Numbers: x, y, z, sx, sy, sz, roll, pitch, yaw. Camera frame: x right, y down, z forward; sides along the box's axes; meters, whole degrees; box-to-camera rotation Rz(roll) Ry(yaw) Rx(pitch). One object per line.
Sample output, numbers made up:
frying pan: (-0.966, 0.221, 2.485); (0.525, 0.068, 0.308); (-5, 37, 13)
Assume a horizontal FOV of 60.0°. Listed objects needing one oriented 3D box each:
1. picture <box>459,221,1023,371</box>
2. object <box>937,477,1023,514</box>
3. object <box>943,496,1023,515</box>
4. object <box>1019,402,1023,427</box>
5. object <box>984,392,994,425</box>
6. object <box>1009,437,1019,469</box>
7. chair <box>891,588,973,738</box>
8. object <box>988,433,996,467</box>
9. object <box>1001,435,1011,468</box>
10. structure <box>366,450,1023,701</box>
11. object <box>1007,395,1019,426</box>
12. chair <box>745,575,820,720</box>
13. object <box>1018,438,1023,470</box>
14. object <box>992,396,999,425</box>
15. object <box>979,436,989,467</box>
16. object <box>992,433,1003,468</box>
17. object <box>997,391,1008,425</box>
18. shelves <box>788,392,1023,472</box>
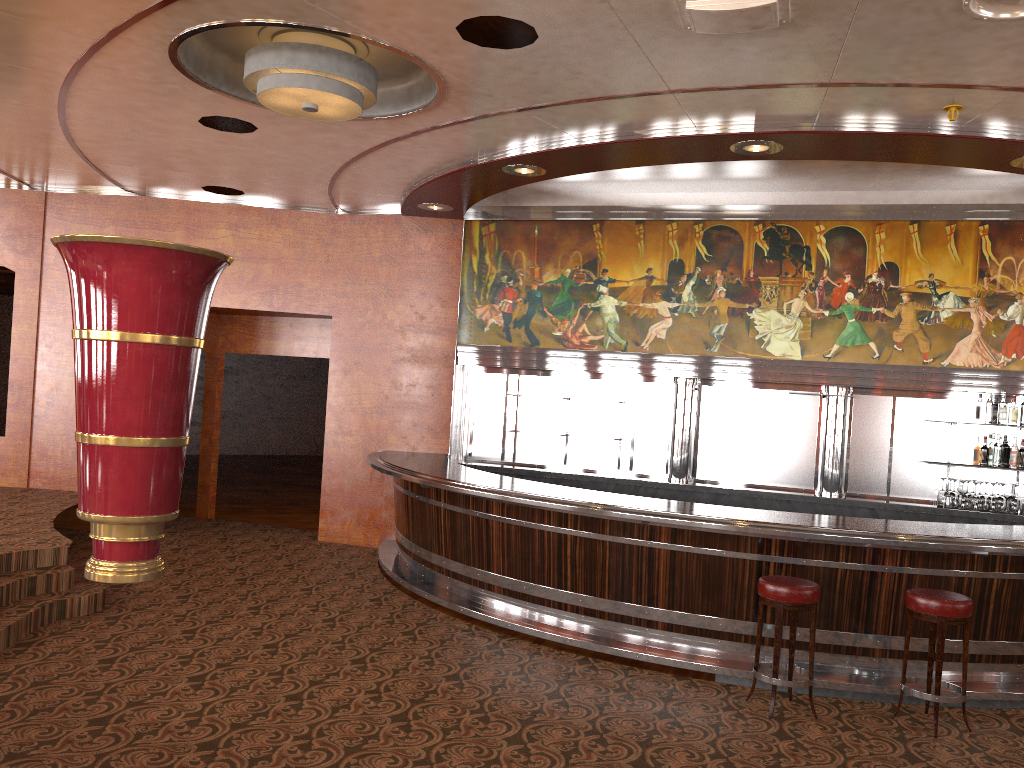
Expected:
picture: (2.429, -0.902, 8.501); (6.253, 1.322, 0.001); (4, 0, 18)
object: (4.281, 0.998, 7.826); (0.951, 0.245, 0.396); (4, 0, 22)
object: (4.572, 1.071, 7.779); (1.424, 0.135, 0.403); (3, 0, 24)
object: (4.486, 0.220, 7.743); (0.078, 0.305, 0.078); (4, 0, 6)
object: (4.226, 0.216, 7.852); (0.067, 0.283, 0.067); (4, 0, -26)
object: (4.424, 0.608, 7.805); (0.067, 0.283, 0.067); (4, 0, -16)
chair: (2.420, 1.579, 5.074); (0.350, 0.755, 0.350); (4, 0, -31)
object: (4.321, 0.591, 7.936); (0.078, 0.305, 0.206); (4, 0, 14)
object: (4.405, 0.602, 7.925); (0.090, 0.293, 0.090); (4, 0, -3)
structure: (1.769, 1.407, 6.978); (7.808, 1.047, 3.208); (4, 0, 18)
object: (4.407, 0.232, 7.793); (0.080, 0.272, 0.080); (4, 0, 11)
chair: (1.593, 1.526, 5.177); (0.350, 0.755, 0.350); (4, 0, -8)
object: (4.520, 0.620, 7.860); (0.080, 0.272, 0.080); (4, 0, 21)
object: (4.325, 0.236, 7.931); (0.090, 0.256, 0.090); (4, 0, 40)
object: (4.229, 0.602, 7.936); (0.080, 0.272, 0.080); (4, 0, 21)
object: (4.298, 0.589, 7.849); (0.078, 0.305, 0.078); (4, 0, 11)
object: (4.327, 0.211, 7.818); (0.078, 0.305, 0.078); (4, 0, 9)
shelves: (3.849, 0.440, 8.049); (2.593, 0.568, 0.339); (4, 0, 18)
